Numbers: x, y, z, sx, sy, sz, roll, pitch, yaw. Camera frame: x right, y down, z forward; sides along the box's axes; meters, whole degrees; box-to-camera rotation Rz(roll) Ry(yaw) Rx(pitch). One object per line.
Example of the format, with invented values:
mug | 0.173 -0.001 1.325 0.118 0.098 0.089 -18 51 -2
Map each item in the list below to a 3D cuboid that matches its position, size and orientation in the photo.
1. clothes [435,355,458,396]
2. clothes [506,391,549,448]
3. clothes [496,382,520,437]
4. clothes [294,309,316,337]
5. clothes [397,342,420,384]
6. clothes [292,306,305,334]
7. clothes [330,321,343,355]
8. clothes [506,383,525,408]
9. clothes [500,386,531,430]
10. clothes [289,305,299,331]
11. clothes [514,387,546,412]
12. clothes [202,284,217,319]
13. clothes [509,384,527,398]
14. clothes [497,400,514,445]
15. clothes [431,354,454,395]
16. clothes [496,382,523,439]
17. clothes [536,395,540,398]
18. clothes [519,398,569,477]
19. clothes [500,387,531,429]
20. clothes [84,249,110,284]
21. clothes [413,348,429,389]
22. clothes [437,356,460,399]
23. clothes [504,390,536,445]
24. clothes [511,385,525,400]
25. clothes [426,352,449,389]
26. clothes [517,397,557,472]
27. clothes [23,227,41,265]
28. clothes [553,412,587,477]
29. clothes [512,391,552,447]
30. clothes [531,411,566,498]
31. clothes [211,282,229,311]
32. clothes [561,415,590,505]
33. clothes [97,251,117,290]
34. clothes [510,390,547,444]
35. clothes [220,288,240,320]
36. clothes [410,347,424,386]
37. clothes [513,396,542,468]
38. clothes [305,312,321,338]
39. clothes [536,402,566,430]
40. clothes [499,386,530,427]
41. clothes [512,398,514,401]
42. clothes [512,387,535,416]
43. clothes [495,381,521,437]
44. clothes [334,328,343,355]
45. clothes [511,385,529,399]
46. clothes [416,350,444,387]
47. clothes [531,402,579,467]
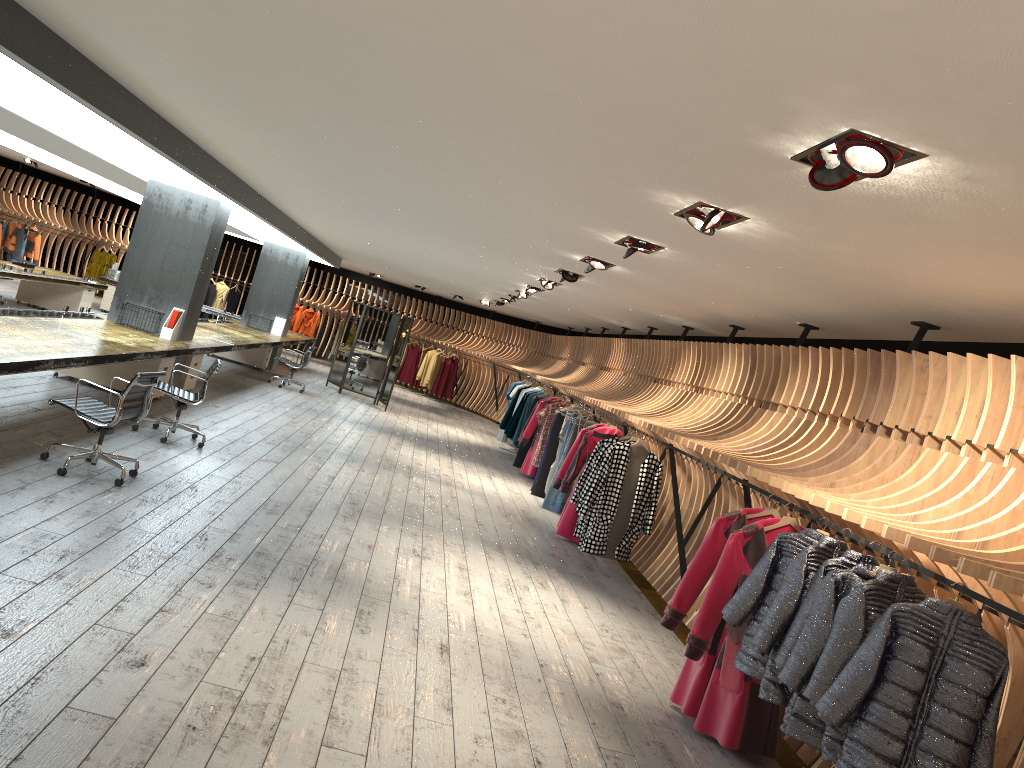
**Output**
clothes | -1.689 -0.198 23.544 0.443 1.128 0.127 17 1 -9
clothes | 0.439 0.671 15.715 0.913 1.081 0.238 17 1 -6
clothes | 0.101 0.673 18.691 0.676 1.434 0.204 17 1 -16
clothes | -5.924 -1.745 25.477 0.201 0.881 0.838 17 1 24
clothes | -2.806 -0.571 24.480 0.443 1.128 0.127 17 1 -9
clothes | -6.126 -1.808 25.526 0.201 0.881 0.840 17 1 -1
clothes | -4.961 -1.315 25.368 0.096 0.988 0.465 17 1 6
clothes | 0.190 0.463 17.961 0.738 0.970 0.167 17 1 3
clothes | 0.314 0.591 17.092 0.913 1.081 0.238 17 1 -6
clothes | -6.344 -1.873 25.469 0.201 0.881 0.839 17 1 9
clothes | 0.346 0.601 16.397 0.732 1.106 0.165 17 1 -6
clothes | -8.679 -2.214 24.978 0.540 1.352 0.087 17 1 19
clothes | 0.261 0.474 17.823 0.743 0.931 0.158 17 1 -1
clothes | 0.123 0.689 18.416 0.676 1.434 0.204 17 1 -21
clothes | -1.809 -0.239 23.657 0.443 1.128 0.127 16 1 -34
clothes | 0.112 0.681 18.551 0.678 1.434 0.203 17 1 9
clothes | 0.430 0.903 15.124 0.540 1.352 0.087 17 1 19
clothes | 0.570 0.855 13.888 0.840 1.312 0.321 17 1 3
clothes | 0.315 0.594 17.005 0.913 1.081 0.238 17 1 -1
clothes | -10.894 -3.009 23.285 0.666 1.044 0.168 18 1 25
clothes | -2.357 -0.422 24.125 0.443 1.128 0.127 16 1 -44
clothes | -1.635 -0.179 23.470 0.443 1.128 0.127 16 1 -34
clothes | 0.400 0.648 16.068 0.913 1.081 0.238 17 1 -1
clothes | 0.292 0.500 17.776 0.742 0.960 0.168 17 1 -12
clothes | -1.952 -0.330 23.790 0.152 1.052 0.775 18 1 35
clothes | 0.545 0.838 14.176 0.839 1.312 0.321 17 1 -7
clothes | -11.852 -3.440 21.789 0.841 0.881 0.200 18 1 24
clothes | 0.700 1.112 11.789 0.277 1.542 0.316 17 1 -7
clothes | 0.481 0.665 15.403 0.715 1.087 0.257 17 1 0
clothes | 0.680 1.071 12.350 0.539 1.352 0.087 17 1 -6
clothes | -8.319 -2.450 25.082 0.705 0.889 0.249 17 1 15
clothes | 0.782 1.023 11.645 0.276 1.291 0.317 16 1 -42
clothes | -10.780 -2.979 23.424 0.666 1.044 0.168 18 1 25
clothes | 0.442 0.638 15.839 0.714 1.087 0.257 17 1 -10
clothes | -8.071 -2.039 25.218 0.088 1.352 0.538 17 1 19
clothes | -2.618 -0.509 24.329 0.126 1.128 0.444 17 1 -14
clothes | 0.429 0.909 14.931 0.539 1.352 0.087 17 1 -1
clothes | -5.690 -1.673 25.450 0.200 0.881 0.841 17 1 -26
clothes | 0.651 0.785 13.269 0.760 1.020 0.188 17 1 -5
clothes | 0.296 0.581 17.214 0.913 1.081 0.238 17 1 -6
clothes | 0.269 0.499 17.554 0.741 0.950 0.168 17 1 -22
clothes | 0.384 0.606 16.592 0.733 1.106 0.165 17 1 -1
clothes | 0.087 0.664 18.831 0.678 1.434 0.203 17 1 9
clothes | -4.847 -1.279 25.352 0.096 0.988 0.465 17 1 11
clothes | 0.276 0.492 17.366 0.734 0.937 0.164 17 1 -2
clothes | -2.115 -0.384 23.930 0.777 1.052 0.152 17 1 -5
clothes | 0.657 0.791 13.046 0.758 1.030 0.180 17 1 -20
